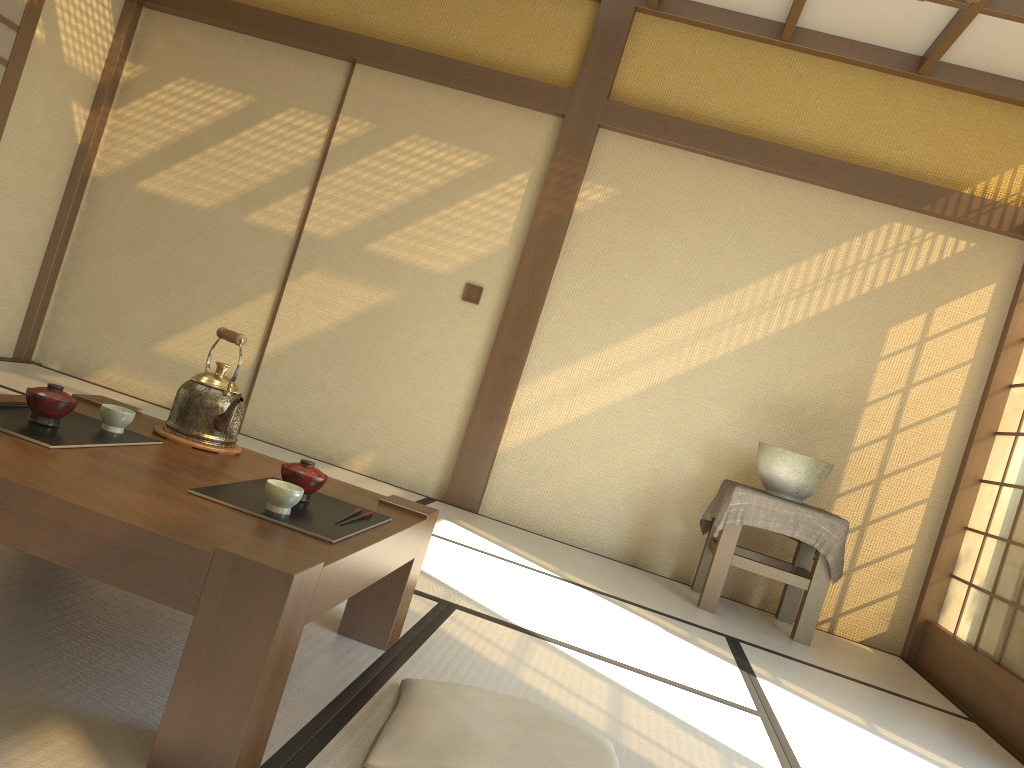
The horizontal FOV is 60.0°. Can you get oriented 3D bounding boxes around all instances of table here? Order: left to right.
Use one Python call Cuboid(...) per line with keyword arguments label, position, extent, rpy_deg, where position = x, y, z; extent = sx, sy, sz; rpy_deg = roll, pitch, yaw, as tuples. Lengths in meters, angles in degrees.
Cuboid(label="table", position=(-0.780, 0.324, 1.880), extent=(1.000, 0.350, 1.000), rpy_deg=(17, 0, 8))
Cuboid(label="table", position=(1.218, 0.832, 4.289), extent=(0.629, 0.595, 0.633), rpy_deg=(17, 0, 8))

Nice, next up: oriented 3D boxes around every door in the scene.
Cuboid(label="door", position=(-2.726, -1.282, 3.812), extent=(0.076, 2.265, 1.230), rpy_deg=(17, 0, 8))

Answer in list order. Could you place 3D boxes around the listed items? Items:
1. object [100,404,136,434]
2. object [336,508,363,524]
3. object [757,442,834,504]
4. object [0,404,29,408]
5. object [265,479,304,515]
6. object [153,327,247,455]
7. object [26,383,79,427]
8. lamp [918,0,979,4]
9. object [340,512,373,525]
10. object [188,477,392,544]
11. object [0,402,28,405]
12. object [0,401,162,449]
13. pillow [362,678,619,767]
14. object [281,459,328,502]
Cuboid(label="object", position=(-0.897, 0.080, 2.005), extent=(0.074, 0.052, 0.073), rpy_deg=(18, 0, -39))
Cuboid(label="object", position=(-0.343, 0.277, 1.868), extent=(0.008, 0.008, 0.200), rpy_deg=(17, 0, 4))
Cuboid(label="object", position=(1.340, 0.442, 4.277), extent=(0.357, 0.230, 0.358), rpy_deg=(18, 0, -22))
Cuboid(label="object", position=(-1.076, 0.046, 1.910), extent=(0.008, 0.008, 0.200), rpy_deg=(17, 0, 2))
Cuboid(label="object", position=(-0.446, 0.221, 1.720), extent=(0.074, 0.052, 0.073), rpy_deg=(18, 0, -39))
Cuboid(label="object", position=(-0.747, 0.007, 2.239), extent=(0.226, 0.296, 0.219), rpy_deg=(17, 0, 3))
Cuboid(label="object", position=(-0.961, 0.041, 1.846), extent=(0.100, 0.080, 0.100), rpy_deg=(17, 0, 8))
Cuboid(label="lamp", position=(1.041, -1.376, 1.831), extent=(0.240, 1.129, 0.240), rpy_deg=(17, 0, 8))
Cuboid(label="object", position=(-0.326, 0.282, 1.864), extent=(0.008, 0.008, 0.200), rpy_deg=(17, 0, 9))
Cuboid(label="object", position=(-0.441, 0.254, 1.841), extent=(0.300, 0.007, 0.400), rpy_deg=(17, 0, 8))
Cuboid(label="object", position=(-1.088, 0.043, 1.914), extent=(0.008, 0.008, 0.200), rpy_deg=(17, 0, 6))
Cuboid(label="object", position=(-0.981, 0.084, 1.887), extent=(0.300, 0.007, 0.400), rpy_deg=(17, 0, 8))
Cuboid(label="pillow", position=(-0.014, 0.710, 1.735), extent=(0.486, 0.107, 0.496), rpy_deg=(17, 0, 2))
Cuboid(label="object", position=(-0.447, 0.203, 1.893), extent=(0.100, 0.080, 0.100), rpy_deg=(17, 0, 8))
